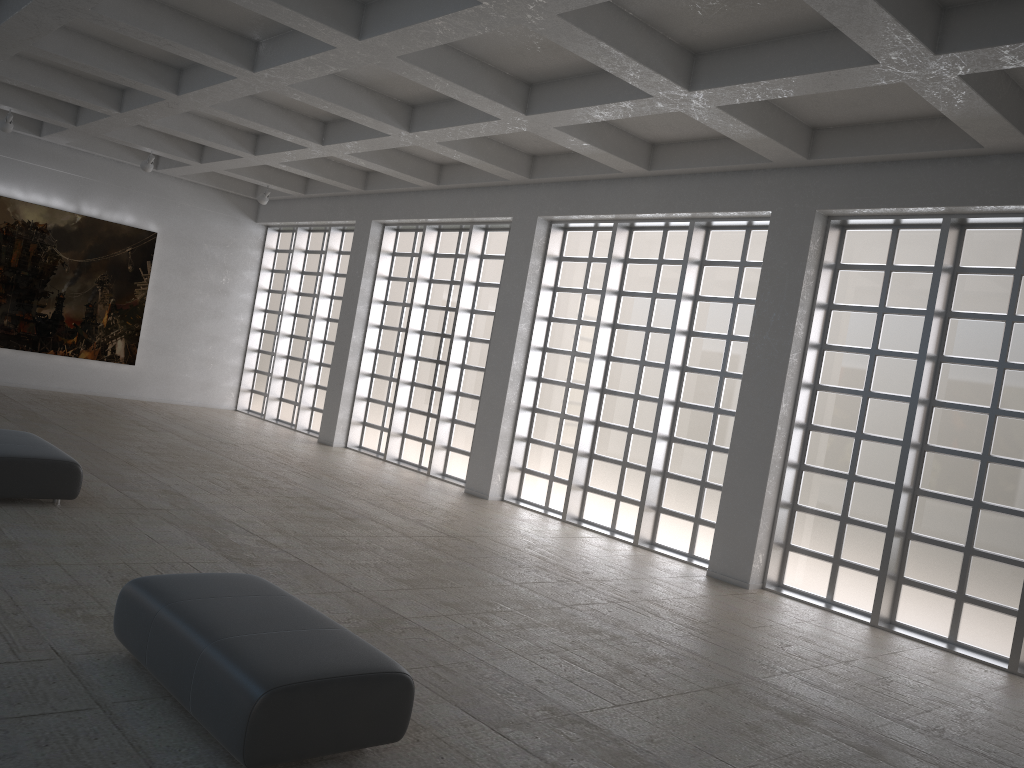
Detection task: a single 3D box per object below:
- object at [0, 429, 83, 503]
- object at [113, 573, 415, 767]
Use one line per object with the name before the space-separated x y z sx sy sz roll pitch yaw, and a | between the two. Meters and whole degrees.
object | -8.727 1.371 15.356 1.616 0.828 3.044 9 1 -42
object | -2.424 2.551 8.320 1.616 0.828 3.044 9 1 -42
